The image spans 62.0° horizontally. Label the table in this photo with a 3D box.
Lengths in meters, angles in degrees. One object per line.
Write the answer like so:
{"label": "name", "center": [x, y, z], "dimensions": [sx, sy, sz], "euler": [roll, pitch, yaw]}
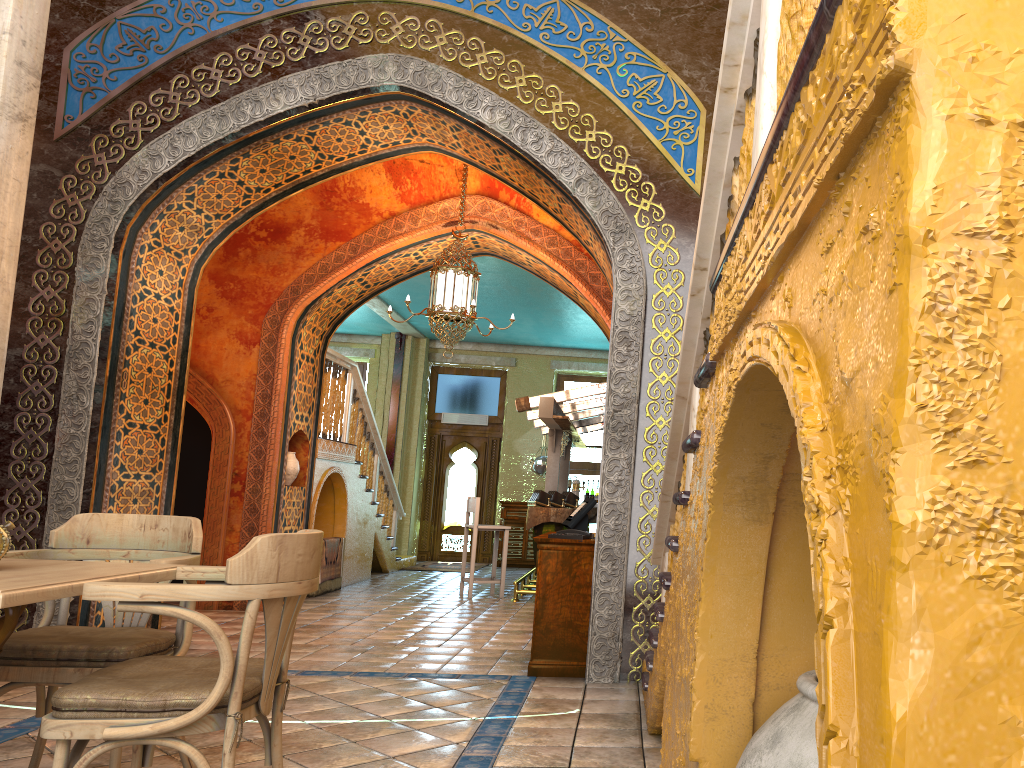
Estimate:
{"label": "table", "center": [-1.916, 1.114, 2.786], "dimensions": [1.067, 1.000, 1.050], "euler": [3, -6, 1]}

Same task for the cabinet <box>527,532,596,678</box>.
{"label": "cabinet", "center": [0.461, 1.798, 7.127], "dimensions": [0.493, 1.050, 1.499], "euler": [3, -7, 6]}

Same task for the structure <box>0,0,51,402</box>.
{"label": "structure", "center": [-7.821, -2.079, 0.502], "dimensions": [9.969, 6.469, 6.854], "euler": [3, -6, -1]}

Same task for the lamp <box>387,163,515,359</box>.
{"label": "lamp", "center": [-0.558, -1.428, 8.741], "dimensions": [1.306, 2.358, 1.118], "euler": [3, -5, 0]}

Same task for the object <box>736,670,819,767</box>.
{"label": "object", "center": [0.826, 1.149, 1.935], "dimensions": [0.721, 0.927, 0.674], "euler": [4, -5, -5]}

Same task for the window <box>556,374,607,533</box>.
{"label": "window", "center": [1.570, 1.533, 17.473], "dimensions": [1.565, 3.409, 0.086], "euler": [4, -4, -6]}

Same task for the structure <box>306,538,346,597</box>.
{"label": "structure", "center": [-2.404, 2.360, 11.044], "dimensions": [0.108, 0.686, 1.016], "euler": [3, -7, 8]}

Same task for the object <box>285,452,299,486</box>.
{"label": "object", "center": [-2.587, 0.974, 9.807], "dimensions": [0.237, 0.383, 0.268], "euler": [2, -6, 18]}

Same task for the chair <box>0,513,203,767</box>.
{"label": "chair", "center": [-1.803, 1.156, 3.651], "dimensions": [0.794, 1.175, 0.690], "euler": [3, -5, -1]}

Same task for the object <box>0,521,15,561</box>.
{"label": "object", "center": [-1.804, 0.449, 2.833], "dimensions": [0.226, 0.334, 0.238], "euler": [2, -5, 10]}

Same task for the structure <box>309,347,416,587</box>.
{"label": "structure", "center": [-2.940, 1.440, 13.147], "dimensions": [1.798, 3.133, 5.897], "euler": [3, -7, 6]}

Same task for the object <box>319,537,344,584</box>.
{"label": "object", "center": [-2.390, 2.272, 11.036], "dimensions": [0.151, 0.554, 0.886], "euler": [3, -7, 7]}

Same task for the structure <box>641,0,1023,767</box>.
{"label": "structure", "center": [1.654, 0.410, 3.993], "dimensions": [1.837, 3.133, 6.487], "euler": [3, -7, 7]}

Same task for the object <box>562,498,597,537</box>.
{"label": "object", "center": [0.547, 1.105, 7.088], "dimensions": [0.264, 0.317, 0.441], "euler": [4, -7, -6]}

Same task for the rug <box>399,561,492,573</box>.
{"label": "rug", "center": [-1.197, 3.423, 16.014], "dimensions": [1.318, 0.039, 2.404], "euler": [2, -8, 5]}

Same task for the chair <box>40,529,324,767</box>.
{"label": "chair", "center": [-1.097, 1.096, 2.974], "dimensions": [0.722, 1.175, 0.758], "euler": [4, -5, -5]}

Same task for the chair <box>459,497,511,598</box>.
{"label": "chair", "center": [-0.353, 2.208, 11.563], "dimensions": [0.545, 1.332, 0.458], "euler": [6, -5, -24]}

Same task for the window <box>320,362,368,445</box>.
{"label": "window", "center": [-3.822, 1.212, 16.912], "dimensions": [1.565, 3.409, 0.086], "euler": [4, -4, -6]}

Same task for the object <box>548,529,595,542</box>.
{"label": "object", "center": [0.464, 1.175, 6.623], "dimensions": [0.380, 0.086, 0.343], "euler": [1, -8, 15]}

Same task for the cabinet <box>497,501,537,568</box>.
{"label": "cabinet", "center": [0.298, 2.986, 16.803], "dimensions": [1.136, 1.300, 0.608], "euler": [4, -5, -3]}
